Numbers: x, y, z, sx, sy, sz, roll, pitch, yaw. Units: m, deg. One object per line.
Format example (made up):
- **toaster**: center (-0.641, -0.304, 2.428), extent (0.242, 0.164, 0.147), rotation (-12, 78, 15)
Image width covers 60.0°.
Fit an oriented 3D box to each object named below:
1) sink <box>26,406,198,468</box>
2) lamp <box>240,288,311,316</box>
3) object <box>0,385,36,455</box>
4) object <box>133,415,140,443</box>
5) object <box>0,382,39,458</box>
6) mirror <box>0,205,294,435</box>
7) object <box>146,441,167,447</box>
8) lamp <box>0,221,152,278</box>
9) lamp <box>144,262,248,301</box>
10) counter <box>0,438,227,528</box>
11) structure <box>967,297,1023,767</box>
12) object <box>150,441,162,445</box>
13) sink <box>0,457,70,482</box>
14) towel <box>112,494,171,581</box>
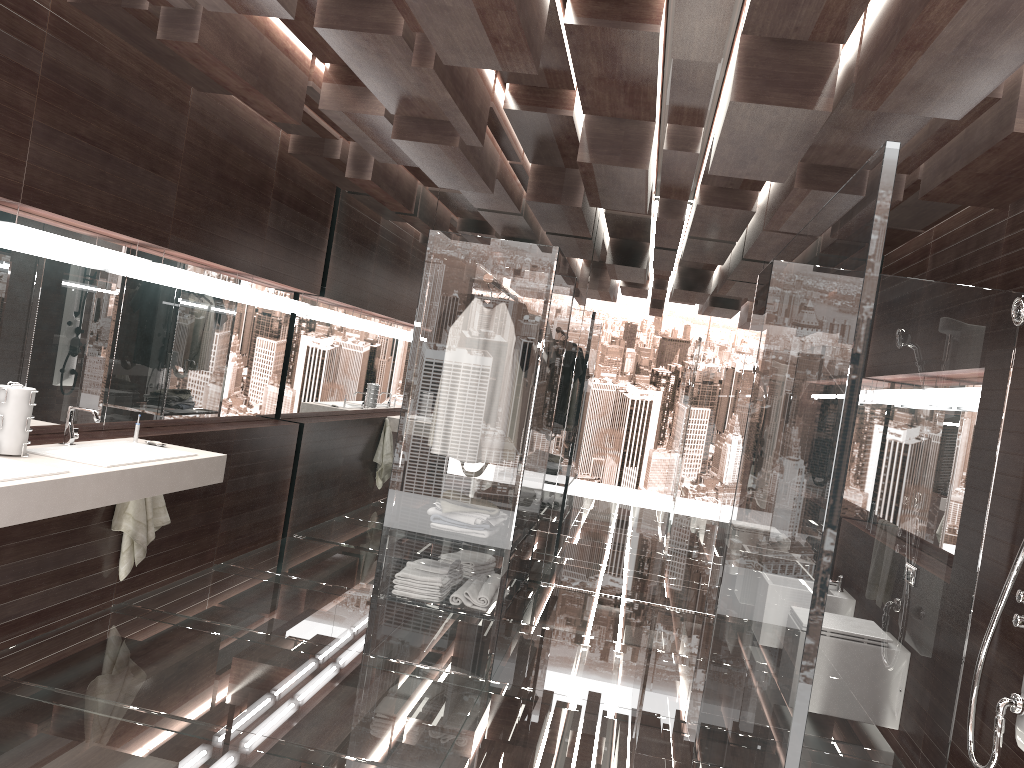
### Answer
- **sink**: center (-1.660, 0.218, 3.676), extent (0.427, 0.193, 0.681), rotation (9, 1, 8)
- **lamp**: center (-1.536, -0.534, 5.799), extent (0.082, 0.082, 0.950), rotation (9, 1, 8)
- **object**: center (-1.835, 0.131, 3.255), extent (0.124, 0.246, 0.128), rotation (9, 1, -10)
- **object**: center (-1.717, 0.205, 4.063), extent (0.022, 0.132, 0.022), rotation (8, 1, -44)
- **object**: center (-1.839, 0.129, 3.261), extent (0.145, 0.261, 0.136), rotation (9, 1, -38)
- **mirror**: center (0.014, 0.087, 3.496), extent (4.126, 0.916, 5.081), rotation (9, 1, 8)
- **object**: center (-1.638, 0.279, 4.080), extent (0.108, 0.011, 0.065), rotation (9, 1, 30)
- **lamp**: center (-1.835, -0.561, 3.774), extent (0.082, 0.082, 0.950), rotation (9, 1, 8)
- **lamp**: center (-1.683, -0.547, 4.801), extent (0.082, 0.082, 0.950), rotation (9, 1, 8)
- **counter**: center (-1.727, 0.345, 3.230), extent (0.488, 0.131, 1.954), rotation (9, 1, 8)
- **structure**: center (1.637, 0.461, 2.744), extent (0.354, 1.560, 0.323), rotation (9, 1, 29)
- **object**: center (-1.637, 0.272, 4.079), extent (0.066, 0.016, 0.035), rotation (9, 1, 28)
- **sink**: center (-1.792, 0.206, 2.788), extent (0.427, 0.193, 0.681), rotation (9, 1, 8)
- **towel**: center (-1.774, 0.618, 4.293), extent (0.156, 0.678, 0.368), rotation (9, 1, 8)
